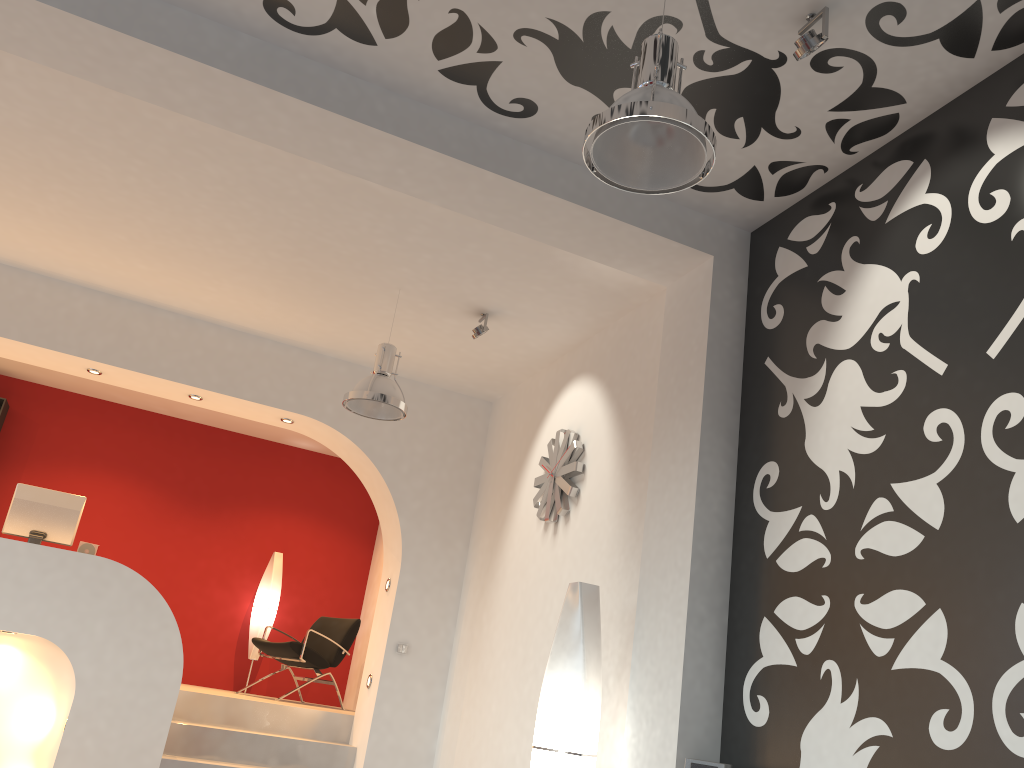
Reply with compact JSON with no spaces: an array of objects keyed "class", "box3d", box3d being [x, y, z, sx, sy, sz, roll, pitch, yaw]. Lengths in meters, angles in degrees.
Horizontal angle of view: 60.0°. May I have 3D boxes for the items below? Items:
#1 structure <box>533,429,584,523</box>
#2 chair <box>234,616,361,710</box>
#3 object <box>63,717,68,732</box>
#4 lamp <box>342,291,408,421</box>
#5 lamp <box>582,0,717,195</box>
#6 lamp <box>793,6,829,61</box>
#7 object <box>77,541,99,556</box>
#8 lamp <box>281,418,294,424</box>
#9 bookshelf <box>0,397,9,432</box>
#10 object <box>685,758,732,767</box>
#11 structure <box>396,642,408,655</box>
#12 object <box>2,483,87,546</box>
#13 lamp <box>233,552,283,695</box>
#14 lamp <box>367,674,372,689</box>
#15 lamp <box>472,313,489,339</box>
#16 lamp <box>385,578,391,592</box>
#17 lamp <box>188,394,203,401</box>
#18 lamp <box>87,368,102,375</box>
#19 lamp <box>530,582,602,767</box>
[{"class":"structure","box3d":[0.275,0.570,5.533,0.090,0.596,0.596,16,-22,-19]},{"class":"chair","box3d":[-1.904,2.449,7.998,0.664,0.795,0.768,-10,-27,41]},{"class":"object","box3d":[-2.867,2.189,5.701,0.011,0.105,0.105,16,-22,-19]},{"class":"lamp","box3d":[-0.746,-0.219,5.321,0.379,0.800,0.379,-8,-26,38]},{"class":"lamp","box3d":[0.449,-1.021,2.689,0.379,0.800,0.379,19,-23,-26]},{"class":"lamp","box3d":[1.001,-1.161,2.970,0.112,0.176,0.118,1,-22,20]},{"class":"object","box3d":[-3.054,1.215,6.357,0.133,0.147,0.151,24,-25,-35]},{"class":"lamp","box3d":[-1.706,0.282,6.735,0.105,0.011,0.105,21,-24,-30]},{"class":"bookshelf","box3d":[-5.271,1.093,7.823,0.816,2.213,0.305,16,-22,-19]},{"class":"object","box3d":[0.649,1.911,3.085,0.214,1.112,0.229,0,-22,23]},{"class":"structure","box3d":[-0.788,1.900,6.364,0.080,0.080,0.016,16,-22,-19]},{"class":"object","box3d":[-3.311,0.973,6.258,0.458,0.452,0.230,16,-22,-19]},{"class":"lamp","box3d":[-2.447,2.324,8.681,0.237,1.349,0.237,13,-21,-12]},{"class":"lamp","box3d":[-1.041,2.167,6.462,0.011,0.105,0.105,16,-22,-19]},{"class":"lamp","box3d":[-0.194,-0.359,5.602,0.112,0.176,0.118,1,-22,20]},{"class":"lamp","box3d":[-0.939,1.519,6.706,0.011,0.105,0.105,16,-22,-19]},{"class":"lamp","box3d":[-2.323,0.101,6.510,0.105,0.011,0.105,21,-24,-30]},{"class":"lamp","box3d":[-2.957,-0.085,6.279,0.105,0.011,0.105,21,-24,-30]},{"class":"lamp","box3d":[0.208,1.759,3.823,0.313,1.779,0.313,13,-21,-12]}]
